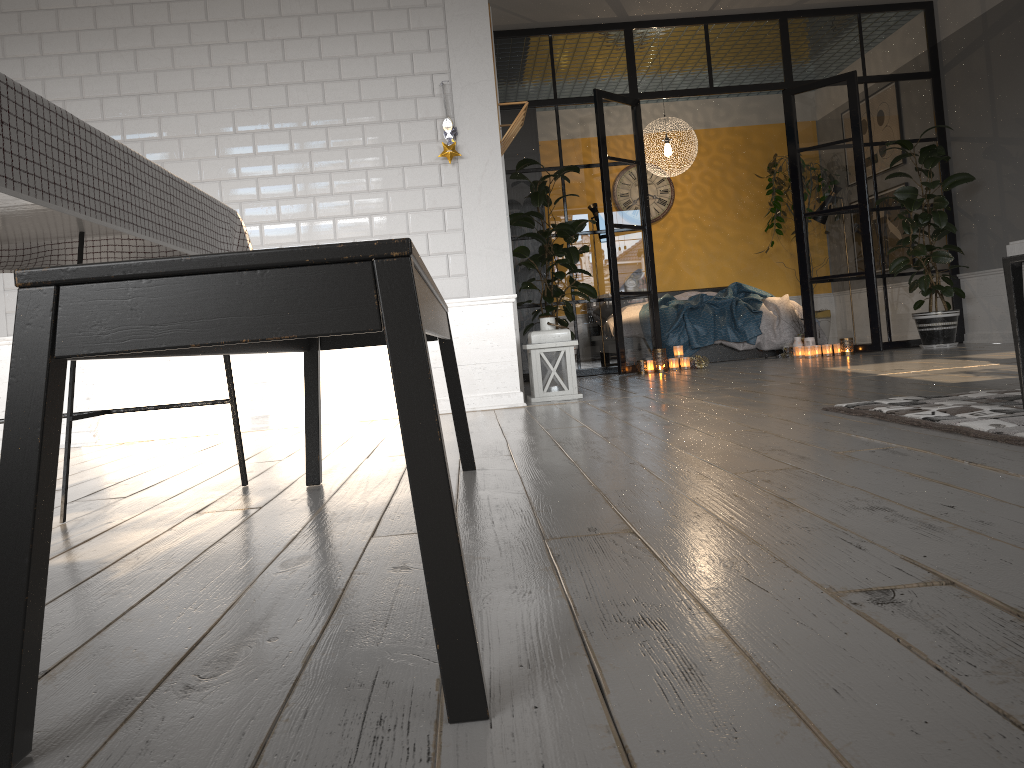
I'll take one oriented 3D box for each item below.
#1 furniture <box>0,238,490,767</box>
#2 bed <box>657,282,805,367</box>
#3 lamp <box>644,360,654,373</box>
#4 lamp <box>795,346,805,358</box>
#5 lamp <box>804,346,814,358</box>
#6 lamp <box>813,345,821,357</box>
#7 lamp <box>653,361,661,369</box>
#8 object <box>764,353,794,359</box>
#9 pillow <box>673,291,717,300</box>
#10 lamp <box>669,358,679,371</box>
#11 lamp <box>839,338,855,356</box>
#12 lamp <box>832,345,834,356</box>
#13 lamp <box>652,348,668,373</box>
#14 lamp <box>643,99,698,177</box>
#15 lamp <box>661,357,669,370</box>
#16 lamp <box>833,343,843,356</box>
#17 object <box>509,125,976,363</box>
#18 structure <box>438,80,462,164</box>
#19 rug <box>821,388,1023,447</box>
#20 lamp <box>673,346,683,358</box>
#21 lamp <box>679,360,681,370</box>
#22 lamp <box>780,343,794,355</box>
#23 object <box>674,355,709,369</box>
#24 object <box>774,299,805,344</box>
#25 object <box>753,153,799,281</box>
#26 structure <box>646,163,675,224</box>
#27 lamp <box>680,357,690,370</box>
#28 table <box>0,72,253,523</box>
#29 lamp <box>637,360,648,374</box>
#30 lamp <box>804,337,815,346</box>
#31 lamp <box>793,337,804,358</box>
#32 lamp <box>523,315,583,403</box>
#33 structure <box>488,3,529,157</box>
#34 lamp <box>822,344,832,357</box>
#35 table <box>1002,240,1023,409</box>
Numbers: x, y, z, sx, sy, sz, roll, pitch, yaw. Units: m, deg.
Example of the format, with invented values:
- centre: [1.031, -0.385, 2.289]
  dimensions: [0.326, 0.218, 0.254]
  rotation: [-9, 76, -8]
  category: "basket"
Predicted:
- centre: [-0.311, 0.065, 1.634]
  dimensions: [0.465, 0.455, 1.670]
  rotation: [-5, 2, -3]
  category: "furniture"
- centre: [1.870, -0.633, 9.039]
  dimensions: [1.898, 0.770, 2.323]
  rotation: [-5, 2, -2]
  category: "bed"
- centre: [1.109, -0.139, 7.167]
  dimensions: [0.080, 0.099, 0.081]
  rotation: [-5, 0, 38]
  category: "lamp"
- centre: [2.429, -0.267, 7.459]
  dimensions: [0.081, 0.099, 0.080]
  rotation: [-5, 0, -38]
  category: "lamp"
- centre: [2.463, -0.264, 7.330]
  dimensions: [0.080, 0.099, 0.081]
  rotation: [-5, 0, 38]
  category: "lamp"
- centre: [2.539, -0.273, 7.378]
  dimensions: [0.080, 0.099, 0.081]
  rotation: [-5, 0, 38]
  category: "lamp"
- centre: [1.177, -0.148, 7.229]
  dimensions: [0.080, 0.099, 0.081]
  rotation: [-5, 0, 38]
  category: "lamp"
- centre: [2.354, -0.248, 7.808]
  dimensions: [0.088, 0.053, 0.325]
  rotation: [-6, 3, -39]
  category: "object"
- centre: [1.963, -0.888, 9.483]
  dimensions: [0.595, 0.227, 0.483]
  rotation: [-7, 3, -44]
  category: "pillow"
- centre: [1.318, -0.158, 7.195]
  dimensions: [0.080, 0.099, 0.081]
  rotation: [-5, 0, 38]
  category: "lamp"
- centre: [2.734, -0.303, 7.221]
  dimensions: [0.108, 0.141, 0.107]
  rotation: [-5, 0, -39]
  category: "lamp"
- centre: [2.664, -0.282, 7.419]
  dimensions: [0.063, 0.091, 0.063]
  rotation: [-5, 0, -21]
  category: "lamp"
- centre: [1.191, -0.189, 7.124]
  dimensions: [0.115, 0.187, 0.114]
  rotation: [-5, 0, -4]
  category: "lamp"
- centre: [1.586, -2.684, 9.139]
  dimensions: [0.614, 1.097, 0.618]
  rotation: [-5, 0, 38]
  category: "lamp"
- centre: [1.273, -0.169, 7.424]
  dimensions: [0.081, 0.106, 0.081]
  rotation: [-5, 0, -3]
  category: "lamp"
- centre: [2.702, -0.284, 7.316]
  dimensions: [0.080, 0.099, 0.081]
  rotation: [-5, 0, 38]
  category: "lamp"
- centre: [1.869, -1.051, 7.099]
  dimensions: [3.897, 1.797, 1.010]
  rotation: [-5, 0, -3]
  category: "object"
- centre: [-0.341, -1.372, 4.650]
  dimensions: [0.134, 0.448, 0.078]
  rotation: [-5, -1, -15]
  category: "structure"
- centre: [2.428, 0.008, 2.414]
  dimensions: [2.527, 0.034, 1.771]
  rotation: [-5, 3, -3]
  category: "rug"
- centre: [1.354, -0.260, 7.194]
  dimensions: [0.080, 0.099, 0.081]
  rotation: [-5, 0, 38]
  category: "lamp"
- centre: [1.374, -0.158, 7.298]
  dimensions: [0.069, 0.080, 0.069]
  rotation: [-5, 0, 5]
  category: "lamp"
- centre: [2.443, -0.298, 7.816]
  dimensions: [0.109, 0.131, 0.095]
  rotation: [-5, 0, -32]
  category: "lamp"
- centre: [1.472, -0.182, 7.396]
  dimensions: [0.192, 0.118, 0.716]
  rotation: [-5, 3, -14]
  category: "object"
- centre: [2.596, -0.507, 7.822]
  dimensions: [0.436, 0.522, 0.279]
  rotation: [-5, 0, 38]
  category: "object"
- centre: [3.289, -1.518, 9.880]
  dimensions: [1.346, 2.206, 1.246]
  rotation: [-5, 0, -16]
  category: "object"
- centre: [1.522, -2.204, 10.225]
  dimensions: [0.727, 0.725, 0.070]
  rotation: [-5, -1, -3]
  category: "structure"
- centre: [1.409, -0.166, 7.192]
  dimensions: [0.080, 0.099, 0.081]
  rotation: [-5, 0, 38]
  category: "lamp"
- centre: [-1.109, -0.029, 1.568]
  dimensions: [0.931, 0.784, 2.026]
  rotation: [-5, 2, -3]
  category: "table"
- centre: [1.046, -0.134, 7.101]
  dimensions: [0.084, 0.110, 0.084]
  rotation: [-5, 0, -27]
  category: "lamp"
- centre: [2.524, -0.309, 7.486]
  dimensions: [0.089, 0.166, 0.092]
  rotation: [-5, 0, -36]
  category: "lamp"
- centre: [2.455, -0.313, 7.583]
  dimensions: [0.092, 0.180, 0.092]
  rotation: [-5, 0, 18]
  category: "lamp"
- centre: [0.220, -0.153, 5.028]
  dimensions: [0.287, 0.478, 0.286]
  rotation: [-5, 0, -4]
  category: "lamp"
- centre: [-0.029, -1.687, 5.003]
  dimensions: [0.185, 0.776, 0.495]
  rotation: [-5, 0, -3]
  category: "structure"
- centre: [2.614, -0.277, 7.332]
  dimensions: [0.080, 0.099, 0.081]
  rotation: [-5, 0, 38]
  category: "lamp"
- centre: [2.191, -0.205, 2.251]
  dimensions: [1.456, 0.511, 0.732]
  rotation: [-5, 1, -3]
  category: "table"
